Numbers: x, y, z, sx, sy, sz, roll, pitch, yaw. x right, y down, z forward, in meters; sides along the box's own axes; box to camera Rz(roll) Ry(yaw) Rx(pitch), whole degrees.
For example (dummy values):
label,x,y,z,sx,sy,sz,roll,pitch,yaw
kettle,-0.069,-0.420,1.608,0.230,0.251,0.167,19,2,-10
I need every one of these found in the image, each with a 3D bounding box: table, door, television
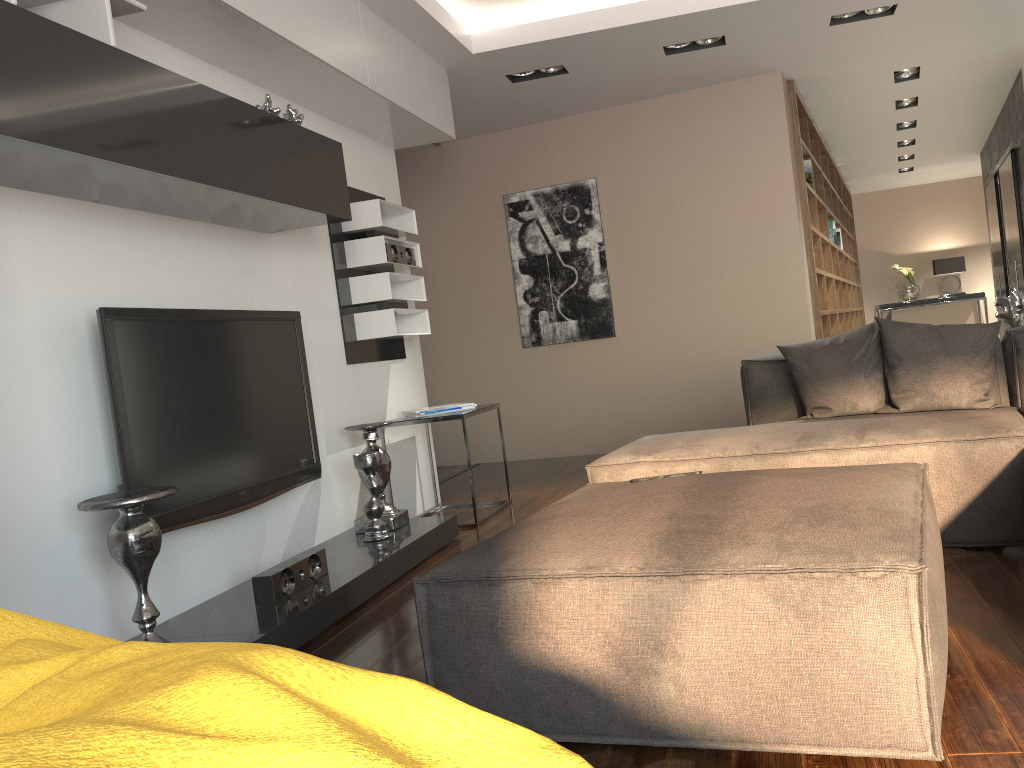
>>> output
label,x,y,z,sx,sy,sz,roll,pitch,yaw
table,5.936,-0.773,12.432,1.401,0.866,0.456,-7,2,11
door,4.914,-1.116,8.710,0.124,2.056,2.955,-6,2,25
television,-1.049,0.101,3.103,0.141,0.714,1.128,-7,2,16
table,-0.334,0.430,4.680,0.440,0.563,0.615,-7,2,14

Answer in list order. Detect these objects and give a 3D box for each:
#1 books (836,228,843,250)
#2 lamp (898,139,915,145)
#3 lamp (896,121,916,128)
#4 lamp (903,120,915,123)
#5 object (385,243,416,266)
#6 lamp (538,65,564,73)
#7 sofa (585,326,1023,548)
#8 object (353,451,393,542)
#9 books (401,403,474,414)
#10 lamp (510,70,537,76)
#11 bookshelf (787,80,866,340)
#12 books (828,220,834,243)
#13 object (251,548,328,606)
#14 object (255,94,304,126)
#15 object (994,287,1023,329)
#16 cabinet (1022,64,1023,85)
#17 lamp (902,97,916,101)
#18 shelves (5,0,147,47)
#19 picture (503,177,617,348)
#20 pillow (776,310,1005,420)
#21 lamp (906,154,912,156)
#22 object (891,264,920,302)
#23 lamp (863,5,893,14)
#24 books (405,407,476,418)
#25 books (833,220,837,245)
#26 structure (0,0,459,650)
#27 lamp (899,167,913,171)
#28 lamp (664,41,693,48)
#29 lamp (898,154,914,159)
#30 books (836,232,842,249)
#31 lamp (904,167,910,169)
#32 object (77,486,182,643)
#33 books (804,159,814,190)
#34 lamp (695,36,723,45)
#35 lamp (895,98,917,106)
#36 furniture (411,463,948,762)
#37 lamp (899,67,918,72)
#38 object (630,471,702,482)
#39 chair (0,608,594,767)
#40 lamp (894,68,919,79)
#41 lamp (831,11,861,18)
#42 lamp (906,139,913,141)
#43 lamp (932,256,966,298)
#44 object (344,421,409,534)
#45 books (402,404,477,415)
label,x,y,z,sx,sy,sz,roll,pitch,yaw
books,3.538,-1.579,9.681,0.168,0.244,0.020,-6,2,21
lamp,4.160,-2.570,9.289,0.170,0.077,0.184,-6,2,24
lamp,3.749,-2.487,8.370,0.170,0.077,0.184,-6,2,24
lamp,3.673,-2.472,8.201,0.172,0.077,0.182,-6,2,17
object,-0.608,-0.666,4.579,0.070,0.094,0.369,-7,2,16
lamp,0.237,-1.947,5.356,0.174,0.077,0.179,-7,2,8
sofa,1.393,0.215,2.700,2.632,0.704,2.580,-6,2,23
object,-0.600,0.481,3.778,0.121,0.372,0.124,-7,2,8
books,-0.396,0.128,4.659,0.334,0.011,0.241,-8,2,-28
lamp,0.064,-1.927,5.388,0.171,0.077,0.182,-6,2,20
bookshelf,3.397,-1.170,9.366,0.279,2.490,6.800,-6,2,25
books,3.122,-1.506,8.812,0.193,0.260,0.015,-6,2,21
object,-0.766,0.666,3.064,0.070,0.094,0.369,-7,2,16
object,-0.956,-1.047,3.486,0.317,0.177,0.330,-7,2,13
object,2.364,-0.310,4.115,0.294,0.288,0.275,-8,2,-17
cabinet,5.082,-1.150,2.918,4.347,2.501,7.080,-7,2,15
lamp,3.265,-2.389,7.289,0.186,0.077,0.168,-8,2,-32
shelves,-1.409,-0.351,1.630,0.370,1.601,1.968,-7,2,16
picture,0.353,-0.888,6.555,0.725,1.165,0.030,-6,2,20
pillow,1.976,-0.122,2.979,1.101,0.431,2.013,-8,2,-23
lamp,4.492,-2.638,10.034,0.172,0.077,0.182,-6,2,17
object,5.599,-1.445,12.452,0.330,0.546,0.288,-8,2,-12
lamp,2.088,-2.162,5.011,0.184,0.077,0.170,-8,2,-22
books,-0.382,0.148,4.651,0.332,0.011,0.242,-8,2,-23
books,3.151,-1.503,8.825,0.186,0.245,0.029,-6,2,21
structure,-0.995,-0.036,2.738,0.468,1.767,2.953,-7,2,16
lamp,4.971,-2.736,11.113,0.170,0.077,0.184,-6,2,24
lamp,0.984,-2.034,5.217,0.171,0.077,0.182,-6,2,20
lamp,4.568,-2.653,10.203,0.170,0.077,0.184,-6,2,24
books,3.533,-1.559,9.661,0.149,0.205,0.023,-6,2,21
lamp,4.895,-2.720,10.944,0.172,0.077,0.182,-6,2,17
object,-1.001,0.529,2.371,0.238,0.475,0.241,-7,2,6
books,2.317,-1.661,7.069,0.185,0.248,0.044,-6,2,21
lamp,1.157,-2.054,5.185,0.174,0.077,0.179,-7,2,8
lamp,3.341,-2.404,7.458,0.186,0.077,0.168,-8,2,-31
furniture,0.499,0.473,2.201,1.053,0.440,1.139,-6,2,23
lamp,2.857,-2.306,6.374,0.186,0.077,0.168,-8,2,-32
object,0.443,0.266,2.532,0.204,0.015,0.052,-7,2,11
chair,0.117,0.319,0.019,1.179,1.005,1.462,-8,2,-20
lamp,2.933,-2.321,6.543,0.186,0.077,0.168,-8,2,-31
lamp,1.916,-2.142,5.043,0.171,0.077,0.182,-6,2,20
lamp,4.084,-2.555,9.120,0.172,0.077,0.182,-6,2,17
lamp,6.135,-1.496,12.316,0.390,0.528,0.292,-7,2,13
object,-0.622,0.421,4.005,0.218,0.482,0.221,-7,2,8
books,-0.386,0.137,4.659,0.335,0.011,0.240,-8,2,-33
